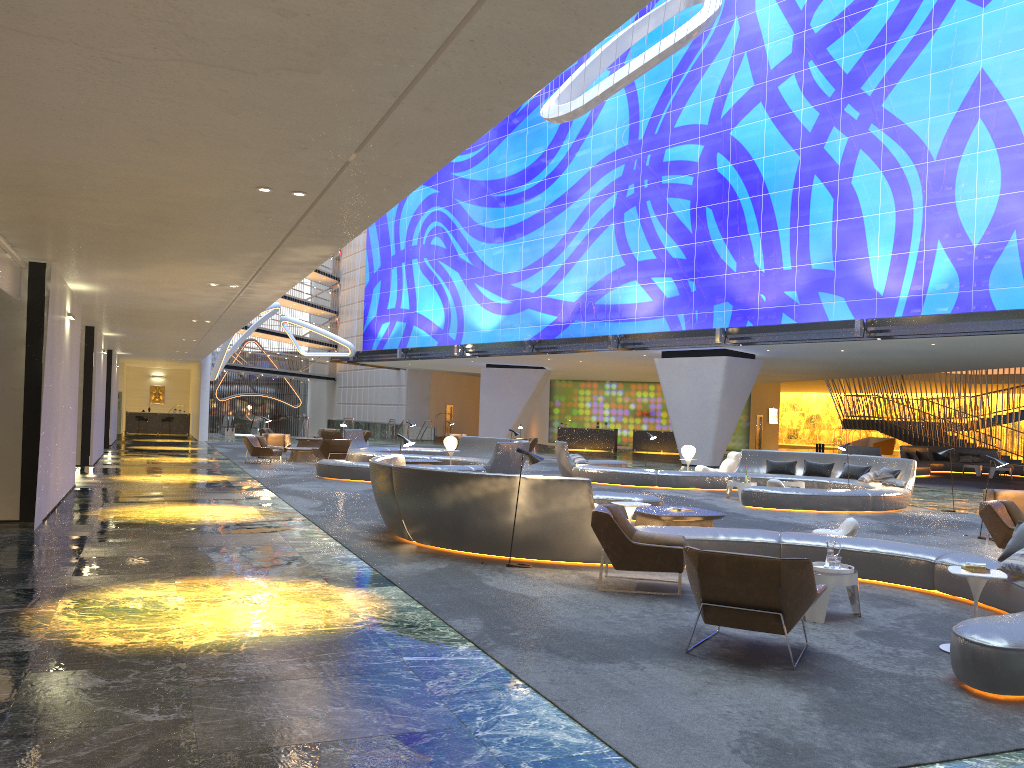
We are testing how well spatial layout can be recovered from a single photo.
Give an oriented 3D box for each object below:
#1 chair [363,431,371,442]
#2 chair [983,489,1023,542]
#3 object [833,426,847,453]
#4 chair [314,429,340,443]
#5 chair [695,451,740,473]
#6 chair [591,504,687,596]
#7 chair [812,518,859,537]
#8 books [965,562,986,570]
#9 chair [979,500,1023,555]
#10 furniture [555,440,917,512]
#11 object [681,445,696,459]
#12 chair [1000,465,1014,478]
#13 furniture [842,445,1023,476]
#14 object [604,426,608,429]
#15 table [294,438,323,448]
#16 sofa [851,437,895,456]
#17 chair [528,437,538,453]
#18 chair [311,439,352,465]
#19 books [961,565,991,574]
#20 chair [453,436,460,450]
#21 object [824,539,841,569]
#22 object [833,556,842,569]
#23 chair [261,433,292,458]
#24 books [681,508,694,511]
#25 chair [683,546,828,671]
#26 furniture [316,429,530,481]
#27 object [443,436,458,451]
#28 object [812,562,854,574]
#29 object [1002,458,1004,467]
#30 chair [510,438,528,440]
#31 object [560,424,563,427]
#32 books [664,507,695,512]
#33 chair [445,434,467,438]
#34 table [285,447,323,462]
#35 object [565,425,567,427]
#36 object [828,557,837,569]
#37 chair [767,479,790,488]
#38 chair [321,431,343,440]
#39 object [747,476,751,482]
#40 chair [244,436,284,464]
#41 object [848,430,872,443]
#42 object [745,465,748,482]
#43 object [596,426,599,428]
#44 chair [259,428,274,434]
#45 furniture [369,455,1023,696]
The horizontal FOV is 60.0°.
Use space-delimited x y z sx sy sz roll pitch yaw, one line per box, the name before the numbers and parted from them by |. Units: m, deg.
chair | -6.210 2.264 35.774 0.939 0.766 0.929 3 -1 -20
chair | 7.656 2.015 13.407 0.929 0.766 0.939 2 -1 19
object | 17.609 3.088 47.527 0.476 1.664 1.206 2 -1 33
chair | -7.651 2.243 36.708 0.929 0.766 0.939 2 -1 5
chair | 5.466 2.214 23.343 1.157 0.882 0.729 2 -1 -3
chair | 1.264 1.622 8.748 0.938 0.766 0.930 2 -1 11
chair | 4.130 1.945 11.282 0.586 0.501 0.491 2 -1 12
books | 3.466 1.359 6.627 0.133 0.022 0.189 1 -2 29
chair | 6.467 1.895 11.167 0.930 0.766 0.938 3 -2 -44
furniture | 4.960 2.058 21.563 5.189 0.969 9.925 3 -2 -30
object | 4.755 1.839 23.894 0.367 0.387 0.318 3 -1 -40
chair | 17.816 3.153 32.049 0.491 0.501 0.587 2 -1 -5
furniture | 14.906 2.800 32.660 9.927 0.969 5.187 2 -2 -5
object | 4.766 2.197 44.985 0.150 0.145 0.150 2 -1 11
table | -8.029 2.358 35.208 1.203 0.392 1.203 2 -2 -4
sofa | 18.044 3.246 44.407 1.062 1.179 3.418 2 -2 4
chair | 0.495 2.486 35.056 0.939 0.766 0.929 2 -1 -14
chair | -5.099 1.947 25.221 0.930 0.766 0.938 3 -1 -39
books | 3.469 1.385 6.629 0.128 0.030 0.182 2 -2 0
chair | -1.897 2.340 33.331 0.938 0.766 0.930 2 -1 11
object | 2.797 1.492 7.766 0.131 0.252 0.103 2 0 -39
object | 2.815 1.556 7.671 0.071 0.118 0.071 2 -1 36
chair | -7.379 1.947 27.676 0.930 0.766 0.939 2 -1 -16
books | 2.435 1.762 12.416 0.133 0.012 0.189 3 -2 -32
chair | 1.745 1.561 6.443 0.929 0.766 0.939 2 -1 28
furniture | -2.359 1.898 24.716 5.186 0.969 9.930 2 -2 -5
object | -1.663 1.605 23.948 0.367 0.387 0.318 2 -1 -15
object | 2.775 1.600 7.716 0.381 0.038 0.381 3 -2 -30
object | 17.427 2.785 31.473 0.076 0.356 0.066 2 0 -30
chair | 0.065 2.414 33.393 0.930 0.766 0.938 3 -1 -39
object | 2.542 2.132 45.531 0.149 0.149 0.149 2 -1 12
books | 2.334 1.752 12.418 0.395 0.039 0.301 2 -2 -8
chair | -2.215 2.414 35.848 0.930 0.766 0.939 2 -1 -16
table | -6.216 2.138 26.762 1.203 0.392 1.203 3 -2 -23
object | 2.782 2.159 45.476 0.107 0.108 0.111 2 -1 12
object | 2.755 1.552 7.619 0.071 0.118 0.071 3 -1 -40
chair | 5.943 2.280 19.175 0.585 0.501 1.786 1 -2 32
chair | -6.773 2.180 33.892 0.929 0.766 0.939 1 -1 30
object | 5.047 2.023 18.914 0.071 0.118 0.151 2 -1 -12
chair | -7.062 1.873 25.159 0.938 0.766 0.930 2 -1 11
object | 18.673 3.128 47.551 1.205 1.664 0.476 2 0 -12
object | 4.971 1.897 18.783 0.076 0.356 0.066 2 0 35
object | 4.364 2.185 45.055 0.150 0.145 0.150 2 -1 11
chair | -9.259 2.105 34.387 0.938 0.766 0.930 2 -1 2
furniture | 1.631 1.547 10.108 5.188 0.969 9.926 3 -2 -26
